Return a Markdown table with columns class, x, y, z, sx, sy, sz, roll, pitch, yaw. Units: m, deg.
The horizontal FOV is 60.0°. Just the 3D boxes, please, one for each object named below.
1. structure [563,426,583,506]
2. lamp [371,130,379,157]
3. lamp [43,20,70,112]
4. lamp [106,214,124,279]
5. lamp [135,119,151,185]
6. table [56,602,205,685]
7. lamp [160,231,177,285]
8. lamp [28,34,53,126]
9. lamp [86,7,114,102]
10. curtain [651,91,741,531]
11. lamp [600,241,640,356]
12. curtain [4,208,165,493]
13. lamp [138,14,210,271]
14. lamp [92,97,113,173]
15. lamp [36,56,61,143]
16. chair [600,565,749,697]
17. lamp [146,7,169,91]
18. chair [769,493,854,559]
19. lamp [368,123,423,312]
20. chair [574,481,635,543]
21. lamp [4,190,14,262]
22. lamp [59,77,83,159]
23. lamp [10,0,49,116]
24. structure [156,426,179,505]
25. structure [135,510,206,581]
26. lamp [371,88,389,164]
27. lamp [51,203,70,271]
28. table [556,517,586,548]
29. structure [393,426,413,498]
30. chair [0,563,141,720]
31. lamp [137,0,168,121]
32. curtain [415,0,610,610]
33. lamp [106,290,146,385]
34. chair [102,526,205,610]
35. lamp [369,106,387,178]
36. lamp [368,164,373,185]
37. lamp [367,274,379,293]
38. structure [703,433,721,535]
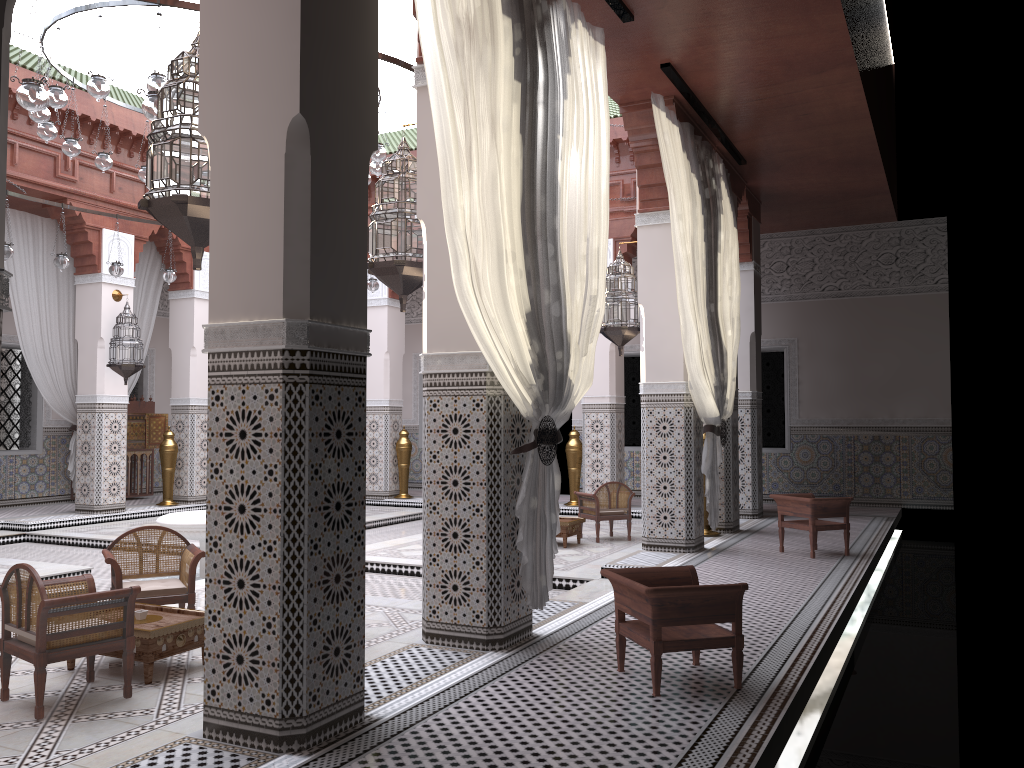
| class | x | y | z | sx | sy | sz | roll | pitch | yaw |
| --- | --- | --- | --- | --- | --- | --- | --- | --- | --- |
| structure | 0.428 | 0.554 | 6.055 | 0.156 | 0.539 | 0.156 | 1 | -3 | -13 |
| lamp | -0.463 | -0.884 | 2.792 | 0.090 | 0.371 | 0.091 | -2 | -3 | 41 |
| lamp | -1.733 | -1.216 | 3.363 | 0.090 | 0.371 | 0.091 | 2 | -3 | -39 |
| lamp | -2.254 | -0.782 | 5.050 | 0.090 | 0.371 | 0.091 | 0 | -3 | 1 |
| lamp | -1.817 | -1.170 | 4.404 | 0.090 | 0.371 | 0.091 | 0 | -3 | -4 |
| table | -0.943 | 0.647 | 2.246 | 0.330 | 0.142 | 0.229 | -1 | -3 | 26 |
| lamp | -2.035 | -0.772 | 5.265 | 0.090 | 0.371 | 0.091 | -1 | -3 | 11 |
| lamp | -1.882 | -1.209 | 3.520 | 0.091 | 0.371 | 0.090 | 0 | -3 | 6 |
| lamp | -1.527 | -1.221 | 3.259 | 0.091 | 0.371 | 0.090 | -2 | -3 | 31 |
| curtain | 0.881 | -0.232 | 3.943 | 0.137 | 1.761 | 1.304 | -1 | -3 | 26 |
| lamp | 0.507 | -0.405 | 4.132 | 0.221 | 0.552 | 0.216 | -1 | -3 | 26 |
| curtain | -2.752 | -0.148 | 5.746 | 0.048 | 1.761 | 1.304 | -1 | -3 | 26 |
| lamp | -0.638 | -0.507 | 1.812 | 0.221 | 0.552 | 0.216 | -1 | -3 | 26 |
| lamp | -1.932 | -1.179 | 4.186 | 0.090 | 0.371 | 0.091 | 1 | -3 | -24 |
| lamp | -1.968 | -1.199 | 3.740 | 0.091 | 0.371 | 0.090 | -2 | -3 | 31 |
| chair | 0.351 | 0.547 | 1.948 | 0.234 | 0.252 | 0.259 | 1 | -3 | -16 |
| lamp | -1.300 | -1.222 | 3.241 | 0.091 | 0.371 | 0.090 | -1 | -3 | 11 |
| chair | 1.286 | 0.605 | 3.811 | 0.234 | 0.252 | 0.259 | 1 | -3 | -24 |
| lamp | -0.303 | -0.477 | 2.491 | 0.221 | 0.552 | 0.216 | -1 | -3 | 26 |
| chair | 0.492 | 0.669 | 4.708 | 0.263 | 0.313 | 0.208 | 1 | -3 | -23 |
| lamp | -2.587 | -0.805 | 4.519 | 0.090 | 0.371 | 0.091 | 1 | -3 | -29 |
| lamp | -1.980 | -1.189 | 3.972 | 0.090 | 0.371 | 0.091 | 2 | -3 | -39 |
| lamp | -1.280 | -0.902 | 2.366 | 0.090 | 0.371 | 0.091 | -2 | -3 | 41 |
| structure | -2.364 | 0.559 | 6.102 | 0.156 | 0.539 | 0.156 | -2 | -3 | 32 |
| structure | -1.354 | 0.735 | 3.972 | 0.501 | 0.310 | 0.528 | -1 | -3 | 26 |
| lamp | -0.608 | -1.187 | 4.040 | 0.090 | 0.371 | 0.091 | -1 | -3 | 16 |
| lamp | -2.439 | -0.793 | 4.797 | 0.090 | 0.371 | 0.091 | 0 | -3 | -9 |
| table | 0.181 | 0.747 | 4.525 | 0.330 | 0.142 | 0.229 | -1 | -3 | 26 |
| structure | -0.812 | 0.582 | 6.666 | 0.156 | 0.539 | 0.156 | 1 | -3 | -13 |
| chair | -0.997 | 0.550 | 1.991 | 0.263 | 0.313 | 0.208 | -2 | -3 | 41 |
| lamp | -0.983 | -0.899 | 2.455 | 0.090 | 0.371 | 0.091 | -2 | -3 | 41 |
| curtain | 0.066 | -0.306 | 2.298 | 0.129 | 1.764 | 1.303 | -1 | -3 | 26 |
| lamp | -2.429 | -0.302 | 5.589 | 0.217 | 0.618 | 0.216 | -1 | -3 | 26 |
| chair | -1.034 | 0.575 | 2.551 | 0.263 | 0.313 | 0.208 | 1 | -3 | -28 |
| lamp | -0.639 | -1.177 | 4.265 | 0.090 | 0.371 | 0.091 | 0 | -3 | 1 |
| lamp | -0.741 | -1.168 | 4.473 | 0.090 | 0.371 | 0.091 | 1 | -3 | -19 |
| lamp | -0.880 | -0.757 | 5.626 | 0.091 | 0.371 | 0.090 | 2 | -3 | -39 |
| structure | 0.968 | 0.482 | 4.462 | 0.156 | 0.539 | 0.156 | -2 | -3 | 43 |
